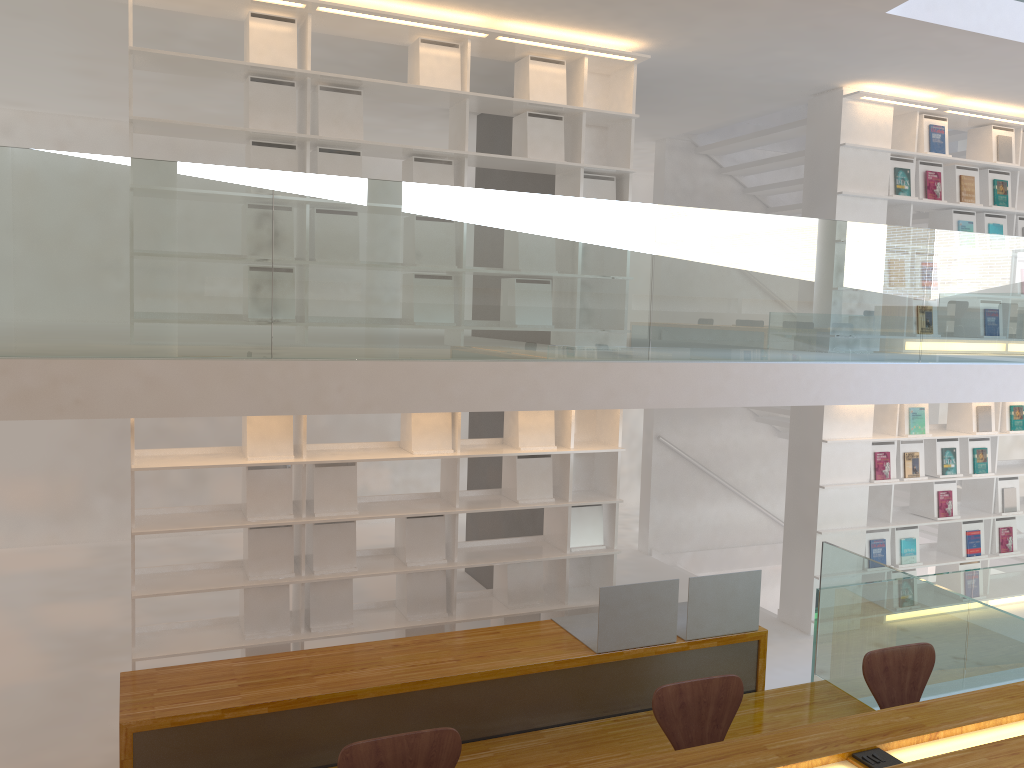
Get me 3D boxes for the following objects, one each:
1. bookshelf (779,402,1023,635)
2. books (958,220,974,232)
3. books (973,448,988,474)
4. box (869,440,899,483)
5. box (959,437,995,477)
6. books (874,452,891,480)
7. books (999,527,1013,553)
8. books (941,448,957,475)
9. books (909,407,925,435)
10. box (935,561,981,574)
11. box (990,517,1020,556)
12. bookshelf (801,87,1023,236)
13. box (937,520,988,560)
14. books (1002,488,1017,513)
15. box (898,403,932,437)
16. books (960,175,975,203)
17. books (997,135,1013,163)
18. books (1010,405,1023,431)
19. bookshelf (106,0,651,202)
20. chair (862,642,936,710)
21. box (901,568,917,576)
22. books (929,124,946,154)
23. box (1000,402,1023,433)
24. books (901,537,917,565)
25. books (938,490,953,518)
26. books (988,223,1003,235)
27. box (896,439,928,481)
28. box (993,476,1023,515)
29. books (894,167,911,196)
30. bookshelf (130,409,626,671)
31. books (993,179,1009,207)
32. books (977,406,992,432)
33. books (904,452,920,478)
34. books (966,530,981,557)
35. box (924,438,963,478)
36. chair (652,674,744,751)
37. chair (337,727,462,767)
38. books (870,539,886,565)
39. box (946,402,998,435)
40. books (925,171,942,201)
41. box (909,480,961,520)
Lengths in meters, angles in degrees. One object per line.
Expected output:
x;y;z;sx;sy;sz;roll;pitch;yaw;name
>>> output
3.808;0.895;7.199;3.666;1.836;0.397;0;5;-23;bookshelf
3.411;-1.120;6.663;0.145;0.210;0.037;0;5;-23;books
3.667;0.606;6.941;0.145;0.210;0.037;0;5;-23;books
2.709;0.563;6.637;0.245;0.296;0.274;0;5;-23;box
3.633;0.559;7.038;0.245;0.296;0.274;0;5;-23;box
2.731;0.607;6.537;0.145;0.210;0.037;0;5;-23;books
3.979;1.260;7.142;0.145;0.210;0.037;0;5;-23;books
3.356;0.596;6.809;0.145;0.210;0.037;0;5;-23;books
3.031;0.281;6.633;0.145;0.210;0.037;0;5;-23;books
3.599;1.541;7.118;0.245;0.296;0.274;0;5;-23;box
3.953;1.212;7.240;0.245;0.296;0.274;0;5;-23;box
3.892;-1.153;6.982;3.666;1.836;0.498;0;5;-23;bookshelf
3.608;1.214;7.090;0.245;0.296;0.274;0;5;-23;box
3.991;0.940;7.114;0.145;0.210;0.037;0;5;-23;books
2.998;0.234;6.731;0.245;0.296;0.274;0;5;-23;box
3.406;-1.451;6.632;0.145;0.210;0.037;0;5;-23;books
3.750;-1.782;6.746;0.145;0.210;0.037;0;5;-23;books
4.024;0.275;7.064;0.145;0.210;0.037;0;5;-23;books
-0.664;-1.129;5.002;2.984;1.836;0.498;0;5;-23;bookshelf
1.619;1.423;3.454;0.428;0.693;0.381;0;5;-23;chair
2.959;1.544;6.840;0.245;0.296;0.274;0;5;-23;box
3.100;-1.780;6.465;0.145;0.210;0.037;0;5;-23;books
3.991;0.229;7.162;0.245;0.296;0.274;0;5;-23;box
3.004;1.274;6.716;0.145;0.210;0.037;0;5;-23;books
3.337;0.929;6.832;0.145;0.210;0.037;0;5;-23;books
3.708;-1.124;6.795;0.145;0.210;0.037;0;5;-23;books
2.983;0.561;6.769;0.245;0.296;0.274;0;5;-23;box
3.957;0.885;7.210;0.245;0.296;0.274;0;5;-23;box
2.807;-1.445;6.374;0.145;0.210;0.037;0;5;-23;books
-0.727;0.924;5.173;2.984;1.836;0.498;0;5;-23;bookshelf
3.733;-1.453;6.771;0.145;0.210;0.037;0;5;-23;books
3.684;0.277;6.916;0.145;0.210;0.037;0;5;-23;books
3.007;0.620;6.669;0.145;0.210;0.037;0;5;-23;books
3.641;1.261;6.996;0.145;0.210;0.037;0;5;-23;books
3.316;0.554;6.900;0.245;0.296;0.274;0;5;-23;box
0.728;1.428;3.067;0.428;0.693;0.381;0;5;-23;chair
-0.284;1.437;2.587;0.428;0.693;0.381;0;5;-23;chair
2.722;1.263;6.593;0.145;0.210;0.037;0;5;-23;books
3.649;0.231;7.013;0.245;0.296;0.274;0;5;-23;box
3.087;-1.451;6.494;0.145;0.210;0.037;0;5;-23;books
3.311;0.881;6.929;0.245;0.296;0.274;0;5;-23;box
